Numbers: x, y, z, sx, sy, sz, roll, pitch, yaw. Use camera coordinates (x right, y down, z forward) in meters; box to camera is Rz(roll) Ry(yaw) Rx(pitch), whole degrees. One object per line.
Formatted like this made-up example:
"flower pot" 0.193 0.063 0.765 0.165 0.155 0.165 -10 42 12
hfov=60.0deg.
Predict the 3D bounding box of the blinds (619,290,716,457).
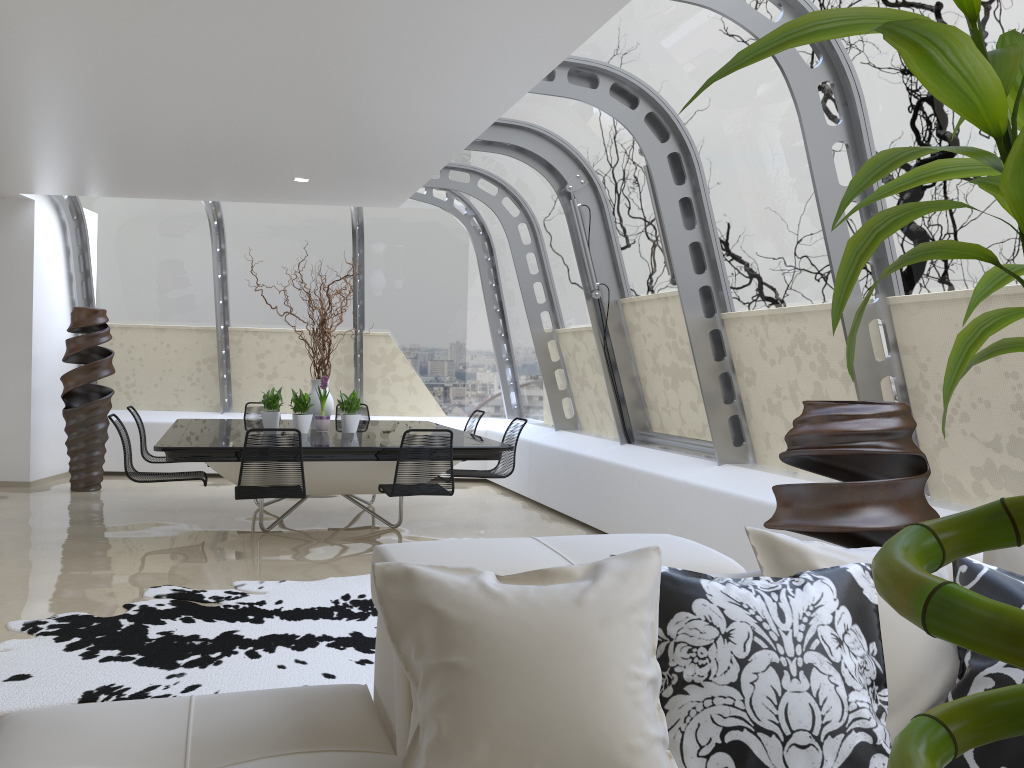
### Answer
"blinds" 1.235 -0.065 6.669 0.387 1.214 1.376 1 1 -18

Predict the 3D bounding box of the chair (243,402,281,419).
"chair" -2.499 0.455 8.902 0.446 0.519 0.688 1 1 -18

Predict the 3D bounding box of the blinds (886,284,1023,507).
"blinds" 2.205 0.104 3.752 0.329 1.027 1.430 1 1 -18

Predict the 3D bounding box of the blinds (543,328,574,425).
"blinds" 0.397 0.485 9.842 0.663 2.118 1.829 1 1 -18

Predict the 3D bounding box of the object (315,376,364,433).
"object" -1.438 0.170 7.477 0.417 0.476 0.238 2 1 10

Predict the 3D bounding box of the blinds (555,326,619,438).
"blinds" 0.786 -0.007 8.147 0.329 1.027 1.430 1 1 -18

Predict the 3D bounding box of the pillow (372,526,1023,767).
"pillow" 1.378 0.632 1.215 3.322 0.530 1.656 2 1 42

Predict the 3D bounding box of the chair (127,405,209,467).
"chair" -3.028 0.458 7.843 0.688 0.519 0.446 1 1 -18

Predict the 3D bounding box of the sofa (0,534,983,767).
"sofa" 0.893 0.908 0.706 3.257 0.866 4.169 1 1 -18

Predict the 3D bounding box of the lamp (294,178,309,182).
"lamp" -4.885 -1.735 1.518 9.775 0.004 9.928 1 1 -17

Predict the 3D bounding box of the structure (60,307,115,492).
"structure" -4.250 0.157 8.879 0.498 1.843 0.493 1 1 -7

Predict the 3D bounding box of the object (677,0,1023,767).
"object" 0.370 0.136 0.278 0.673 1.546 0.584 2 1 21

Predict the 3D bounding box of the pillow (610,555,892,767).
"pillow" 0.513 0.629 1.817 0.604 0.471 0.394 2 1 -2

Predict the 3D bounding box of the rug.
"rug" -0.865 1.228 4.269 3.220 0.008 2.705 1 1 -18

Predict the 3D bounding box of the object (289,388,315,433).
"object" -1.724 0.217 7.246 0.215 0.369 0.284 2 1 15

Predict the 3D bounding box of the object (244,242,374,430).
"object" -1.772 -0.381 7.547 1.031 1.549 1.135 1 1 -26

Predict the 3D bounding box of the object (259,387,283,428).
"object" -2.053 0.202 7.594 0.215 0.369 0.284 2 1 20

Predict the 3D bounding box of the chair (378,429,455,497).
"chair" -0.657 0.550 6.210 0.446 0.519 0.688 1 1 -18

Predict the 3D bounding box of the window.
"window" -5.295 -0.311 3.449 16.693 3.674 16.171 1 1 -12

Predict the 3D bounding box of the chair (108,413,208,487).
"chair" -2.636 0.489 6.629 0.688 0.519 0.446 1 1 -18

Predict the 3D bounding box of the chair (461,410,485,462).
"chair" -0.635 0.510 8.617 0.688 0.519 0.446 1 1 -18

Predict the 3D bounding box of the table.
"table" -1.620 0.778 7.580 2.494 0.759 3.031 1 1 -18

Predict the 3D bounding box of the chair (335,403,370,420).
"chair" -1.619 0.474 9.187 0.446 0.519 0.688 1 1 -18

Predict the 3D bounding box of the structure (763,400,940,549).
"structure" 1.388 0.699 3.663 0.672 1.258 0.674 1 1 -41

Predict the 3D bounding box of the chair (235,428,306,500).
"chair" -1.607 0.529 5.902 0.446 0.519 0.688 1 1 -18

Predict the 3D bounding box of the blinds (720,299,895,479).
"blinds" 1.732 0.067 5.217 0.329 1.027 1.430 1 1 -18

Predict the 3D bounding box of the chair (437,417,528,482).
"chair" -0.243 0.541 7.403 0.688 0.519 0.446 1 1 -18

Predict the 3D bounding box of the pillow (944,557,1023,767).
"pillow" 1.173 0.658 1.826 0.599 0.483 0.405 2 1 41
